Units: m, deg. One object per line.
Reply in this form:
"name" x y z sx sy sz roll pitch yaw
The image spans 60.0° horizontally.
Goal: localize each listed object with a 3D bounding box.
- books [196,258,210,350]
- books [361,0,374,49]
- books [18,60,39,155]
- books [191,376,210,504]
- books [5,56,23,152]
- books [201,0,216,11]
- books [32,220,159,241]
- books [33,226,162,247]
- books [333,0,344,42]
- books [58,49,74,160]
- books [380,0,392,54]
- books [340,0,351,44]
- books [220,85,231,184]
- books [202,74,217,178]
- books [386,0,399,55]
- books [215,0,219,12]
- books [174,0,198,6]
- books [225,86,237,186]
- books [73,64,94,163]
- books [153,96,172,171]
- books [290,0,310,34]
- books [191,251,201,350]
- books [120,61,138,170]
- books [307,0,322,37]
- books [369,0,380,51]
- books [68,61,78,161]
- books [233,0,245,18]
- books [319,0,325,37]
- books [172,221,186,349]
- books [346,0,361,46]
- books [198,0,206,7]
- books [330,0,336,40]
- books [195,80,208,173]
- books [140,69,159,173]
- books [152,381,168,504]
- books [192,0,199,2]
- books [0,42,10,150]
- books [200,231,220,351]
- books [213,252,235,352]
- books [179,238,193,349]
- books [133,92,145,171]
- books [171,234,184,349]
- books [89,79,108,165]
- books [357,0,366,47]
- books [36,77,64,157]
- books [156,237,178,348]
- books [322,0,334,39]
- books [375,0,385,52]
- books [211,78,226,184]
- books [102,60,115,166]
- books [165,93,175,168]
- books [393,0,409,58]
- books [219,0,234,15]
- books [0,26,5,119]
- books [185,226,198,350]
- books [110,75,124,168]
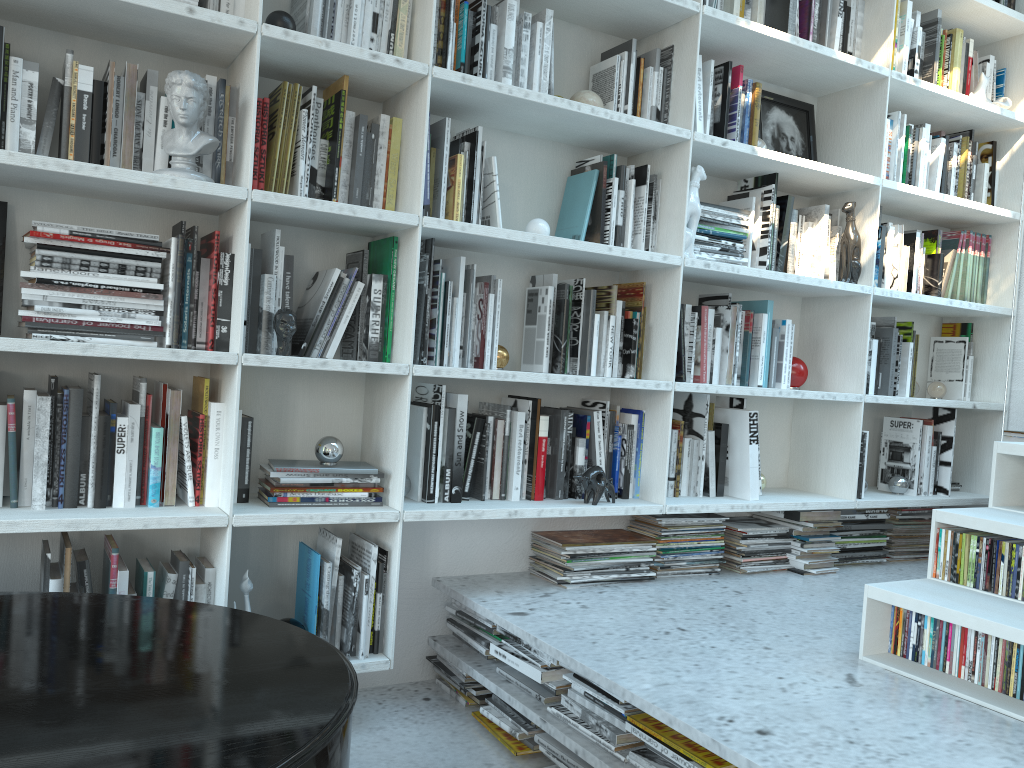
"books" -0.762 -0.192 2.152 0.021 0.217 0.132 3 2 -30
"books" -0.403 -0.896 2.283 0.027 0.196 0.185 3 2 -30
"books" -1.060 -0.575 1.941 0.030 0.215 0.168 3 2 -30
"books" -0.768 0.133 2.168 0.011 0.300 0.149 3 2 -30
"books" -1.083 -0.578 1.927 0.024 0.216 0.175 3 2 -30
"books" -0.720 -0.944 2.099 0.012 0.254 0.160 3 2 -30
"books" -0.947 -0.341 2.023 0.254 0.012 0.160 3 1 -26
"books" -0.949 -0.329 2.025 0.254 0.012 0.160 3 1 -33
"books" -0.468 -0.906 2.261 0.023 0.207 0.170 3 2 -30
"books" -0.998 -0.594 1.979 0.014 0.259 0.161 3 2 -30
"books" -0.355 -0.942 2.318 0.028 0.293 0.154 3 2 -30
"books" -0.451 -0.919 2.263 0.023 0.236 0.178 3 2 -30
"books" -0.712 -0.579 2.151 0.014 0.261 0.137 3 2 -30
"books" -0.743 -0.589 2.138 0.025 0.279 0.108 3 2 -30
"books" -0.341 -0.933 2.324 0.025 0.277 0.173 3 2 -30
"books" -0.715 -0.977 2.118 0.012 0.319 0.139 3 2 -30
"books" -0.869 -0.881 2.040 0.254 0.012 0.160 3 1 -30
"books" -0.700 -0.580 2.166 0.023 0.265 0.107 3 2 -30
"books" -0.965 -0.574 1.982 0.029 0.224 0.185 3 2 -30
"books" -0.828 -0.555 2.080 0.035 0.201 0.149 3 2 -30
"books" -0.533 -0.949 2.228 0.018 0.285 0.159 3 2 -30
"books" -0.777 -0.200 2.145 0.013 0.232 0.134 3 2 -30
"books" -0.888 -0.587 2.035 0.025 0.259 0.150 3 2 -30
"books" -0.515 -0.897 2.217 0.028 0.185 0.181 3 2 -30
"books" -0.385 -0.902 2.294 0.029 0.211 0.157 3 2 -30
"books" -0.986 -0.581 1.982 0.010 0.234 0.174 3 2 -30
"books" -0.676 -0.918 2.147 0.030 0.205 0.158 3 2 -30
"books" -0.506 -0.926 2.243 0.024 0.242 0.159 3 2 -30
"books" -0.810 -0.236 2.135 0.011 0.299 0.130 3 2 -30
"books" -0.424 -0.937 2.252 0.028 0.275 0.186 3 2 -30
"books" -0.865 -0.905 2.033 0.285 0.012 0.159 3 1 -33
"books" -0.475 -0.941 2.255 0.019 0.275 0.146 3 2 -30
"books" -0.760 -0.581 2.116 0.025 0.260 0.130 3 2 -30
"books" -0.853 -0.586 2.067 0.024 0.259 0.126 3 2 -30
"books" -0.851 0.136 2.131 0.010 0.284 0.131 3 2 -30
"books" -0.868 -0.893 2.038 0.254 0.012 0.160 3 1 -31
"books" -1.104 -0.597 1.929 0.011 0.251 0.130 3 2 -30
"books" -0.738 -0.221 2.144 0.011 0.279 0.186 3 2 -30
"books" -0.715 -0.194 2.147 0.034 0.229 0.199 3 2 -30
"books" -0.794 -0.213 2.128 0.013 0.256 0.162 3 2 -30
"books" -0.877 -0.561 2.062 0.022 0.206 0.114 3 2 -30
"books" -0.808 -0.216 2.107 0.011 0.261 0.184 3 2 -30
"books" -0.941 -0.561 1.998 0.029 0.200 0.178 3 2 -30
"books" -0.418 -0.896 2.271 0.024 0.195 0.172 3 2 -30
"books" -1.032 -0.566 1.972 0.050 0.199 0.145 3 2 -30
"books" -0.820 -0.213 2.104 0.012 0.254 0.160 3 2 -30
"books" -0.488 -0.928 2.247 0.028 0.250 0.164 3 2 -30
"books" -0.371 -0.913 2.309 0.024 0.234 0.149 3 2 -30
"books" -0.718 -0.581 2.133 0.014 0.266 0.153 3 2 -30
"books" -0.917 -0.582 1.999 0.012 0.245 0.185 3 2 -30
"books" -0.810 -0.585 2.099 0.014 0.263 0.135 3 2 -30
"books" -0.320 -0.908 2.319 0.028 0.230 0.176 3 2 -30
"books" -0.699 -0.915 2.128 0.030 0.198 0.171 3 2 -30
"books" -1.107 -0.604 1.896 0.028 0.268 0.189 3 2 -30
"books" -0.782 -0.228 2.133 0.011 0.288 0.152 3 2 -30
"books" -0.919 -0.575 2.040 0.025 0.230 0.143 3 2 -30
